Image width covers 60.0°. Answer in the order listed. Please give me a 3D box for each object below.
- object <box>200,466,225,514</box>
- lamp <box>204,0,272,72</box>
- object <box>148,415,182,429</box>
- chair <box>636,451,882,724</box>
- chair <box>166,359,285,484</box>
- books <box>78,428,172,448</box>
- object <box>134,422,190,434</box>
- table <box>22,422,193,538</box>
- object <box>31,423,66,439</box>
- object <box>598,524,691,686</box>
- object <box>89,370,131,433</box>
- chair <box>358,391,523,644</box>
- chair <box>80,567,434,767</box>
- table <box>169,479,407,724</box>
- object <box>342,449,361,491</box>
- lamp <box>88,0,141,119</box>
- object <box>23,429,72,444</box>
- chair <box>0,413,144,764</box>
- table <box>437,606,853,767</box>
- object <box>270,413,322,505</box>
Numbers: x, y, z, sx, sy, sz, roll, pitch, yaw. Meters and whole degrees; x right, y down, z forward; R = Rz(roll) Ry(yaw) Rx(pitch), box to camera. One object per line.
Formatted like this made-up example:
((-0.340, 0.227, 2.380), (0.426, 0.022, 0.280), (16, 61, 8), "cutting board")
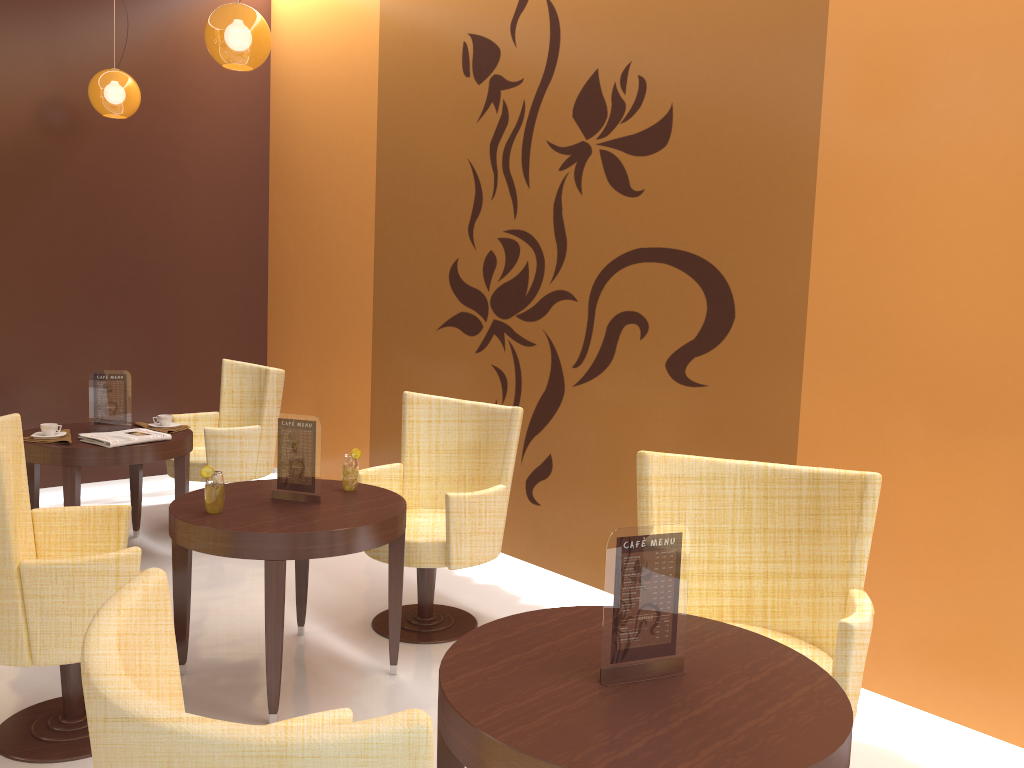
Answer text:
((-1.065, 0.377, 3.170), (0.067, 0.171, 0.072), (6, 7, 31), "object")
((-1.246, -2.217, 4.051), (0.299, 1.500, 0.299), (2, 6, 2), "lamp")
((-1.944, 0.211, 4.973), (0.153, 0.069, 0.153), (6, 7, 32), "object")
((0.687, 0.753, 2.651), (0.729, 1.017, 0.685), (4, 6, 17), "chair")
((-1.764, 0.381, 5.458), (0.685, 1.017, 0.729), (-3, 8, -41), "chair")
((-1.990, 0.273, 4.555), (0.345, 0.035, 0.367), (7, 7, 39), "books")
((-1.927, 0.240, 4.982), (0.239, 0.021, 0.464), (-3, 8, -45), "object")
((-2.183, 0.602, 4.778), (0.872, 0.679, 0.874), (2, 6, -5), "table")
((-2.360, 0.239, 4.517), (0.153, 0.069, 0.153), (1, 6, -15), "object")
((0.290, 0.470, 1.915), (0.209, 0.335, 0.042), (0, 6, -23), "object")
((-2.165, 0.093, 4.779), (0.209, 0.335, 0.042), (0, 6, -18), "object")
((-0.340, 0.579, 4.009), (0.729, 1.017, 0.685), (6, 7, 37), "chair")
((-0.278, 0.841, 1.379), (0.685, 1.017, 0.729), (-3, 8, -44), "chair")
((-0.854, 0.788, 3.413), (0.872, 0.679, 0.874), (1, 6, -10), "table")
((-0.656, 0.349, 3.609), (0.067, 0.171, 0.072), (3, 6, 6), "object")
((-2.423, -2.396, 5.401), (0.299, 1.500, 0.299), (-3, 7, -41), "lamp")
((-2.373, 0.269, 4.506), (0.239, 0.021, 0.464), (-1, 6, -27), "object")
((-1.492, 0.644, 2.901), (0.685, 1.017, 0.729), (0, 6, -24), "chair")
((0.264, 0.974, 1.972), (0.872, 0.679, 0.874), (2, 6, -5), "table")
((-1.466, 0.189, 4.074), (0.187, 0.335, 2.090), (-3, 8, -44), "object")
